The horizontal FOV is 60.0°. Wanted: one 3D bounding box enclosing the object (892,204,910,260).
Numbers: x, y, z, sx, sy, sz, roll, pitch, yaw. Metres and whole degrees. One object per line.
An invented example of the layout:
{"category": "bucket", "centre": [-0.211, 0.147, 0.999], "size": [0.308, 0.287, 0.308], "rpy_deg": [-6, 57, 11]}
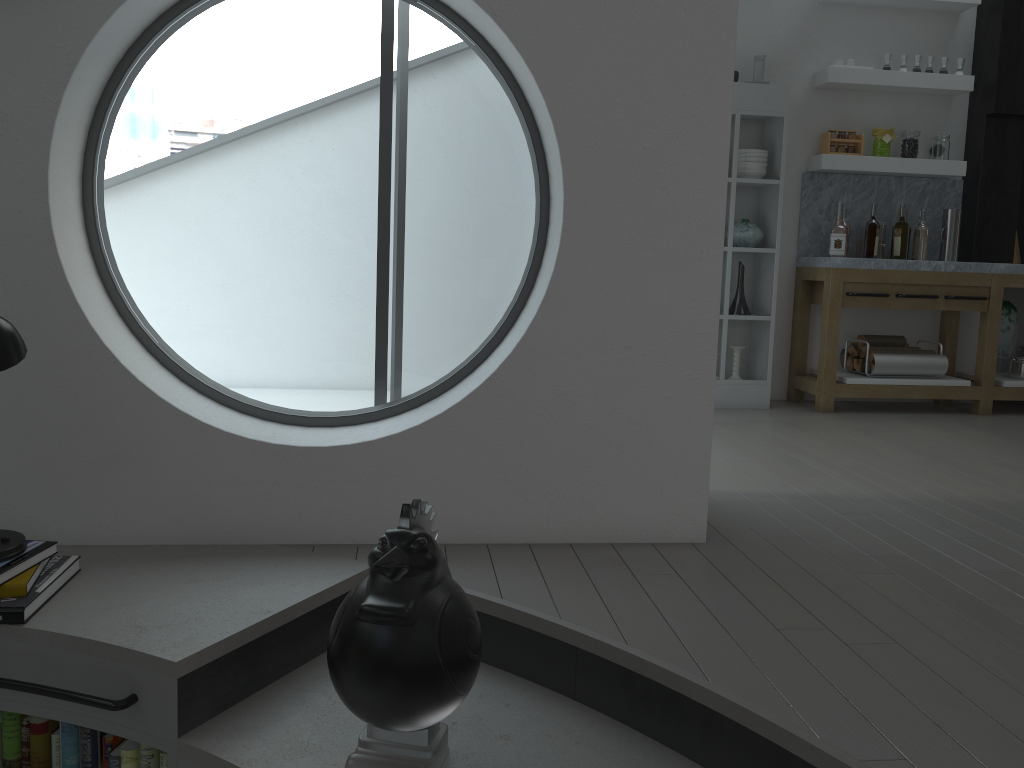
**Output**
{"category": "object", "centre": [2.460, -0.955, 5.604], "size": [0.092, 0.357, 0.093], "rpy_deg": [7, 8, 37]}

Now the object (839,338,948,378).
{"category": "object", "centre": [2.480, -0.171, 5.777], "size": [0.527, 0.231, 0.430], "rpy_deg": [1, 8, -9]}

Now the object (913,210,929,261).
{"category": "object", "centre": [2.642, -0.954, 5.716], "size": [0.085, 0.330, 0.086], "rpy_deg": [2, 6, 1]}

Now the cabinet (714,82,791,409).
{"category": "cabinet", "centre": [1.321, -0.858, 5.623], "size": [0.642, 1.983, 0.362], "rpy_deg": [1, 6, -7]}

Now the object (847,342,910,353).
{"category": "object", "centre": [2.446, -0.238, 5.900], "size": [0.422, 0.072, 0.071], "rpy_deg": [1, 7, -9]}

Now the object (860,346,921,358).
{"category": "object", "centre": [2.443, -0.201, 5.721], "size": [0.362, 0.086, 0.101], "rpy_deg": [1, 7, -9]}

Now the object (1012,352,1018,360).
{"category": "object", "centre": [3.348, -0.130, 5.791], "size": [0.190, 0.152, 0.052], "rpy_deg": [1, 7, -7]}

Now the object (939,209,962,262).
{"category": "object", "centre": [2.843, -0.966, 5.777], "size": [0.164, 0.338, 0.114], "rpy_deg": [2, 6, -4]}

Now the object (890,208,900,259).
{"category": "object", "centre": [2.497, -0.965, 5.717], "size": [0.092, 0.338, 0.092], "rpy_deg": [3, 7, 11]}

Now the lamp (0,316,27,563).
{"category": "lamp", "centre": [-1.321, 0.093, 2.186], "size": [0.233, 0.658, 0.323], "rpy_deg": [3, 7, 8]}

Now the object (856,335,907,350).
{"category": "object", "centre": [2.403, -0.267, 5.767], "size": [0.292, 0.102, 0.104], "rpy_deg": [1, 7, -9]}

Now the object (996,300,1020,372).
{"category": "object", "centre": [3.453, -0.341, 6.273], "size": [0.231, 0.497, 0.231], "rpy_deg": [6, 8, 34]}

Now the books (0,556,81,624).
{"category": "books", "centre": [-1.337, 0.507, 2.195], "size": [0.388, 0.042, 0.367], "rpy_deg": [1, 8, -7]}

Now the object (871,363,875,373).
{"category": "object", "centre": [2.490, -0.091, 5.617], "size": [0.422, 0.067, 0.067], "rpy_deg": [1, 7, -9]}

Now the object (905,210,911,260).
{"category": "object", "centre": [2.572, -0.974, 5.820], "size": [0.085, 0.330, 0.086], "rpy_deg": [2, 6, 1]}

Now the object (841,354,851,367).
{"category": "object", "centre": [2.429, -0.154, 5.935], "size": [0.437, 0.092, 0.092], "rpy_deg": [1, 7, -9]}

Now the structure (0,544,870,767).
{"category": "structure", "centre": [-1.290, 1.137, 0.341], "size": [4.718, 0.691, 4.717], "rpy_deg": [8, 10, 38]}

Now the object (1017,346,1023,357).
{"category": "object", "centre": [3.748, -0.202, 6.487], "size": [0.456, 0.196, 0.269], "rpy_deg": [6, 8, 27]}

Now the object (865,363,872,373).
{"category": "object", "centre": [2.478, -0.100, 5.697], "size": [0.422, 0.067, 0.067], "rpy_deg": [1, 7, -9]}

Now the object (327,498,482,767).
{"category": "object", "centre": [-0.217, 0.514, 1.810], "size": [0.321, 0.561, 0.321], "rpy_deg": [-2, 8, -34]}

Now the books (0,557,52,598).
{"category": "books", "centre": [-1.336, 0.471, 2.191], "size": [0.304, 0.034, 0.287], "rpy_deg": [0, 8, -17]}

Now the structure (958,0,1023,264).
{"category": "structure", "centre": [3.573, -1.757, 6.068], "size": [1.075, 1.878, 0.783], "rpy_deg": [1, 7, -7]}

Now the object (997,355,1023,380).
{"category": "object", "centre": [3.365, -0.116, 5.903], "size": [0.223, 0.163, 0.380], "rpy_deg": [0, 8, -17]}

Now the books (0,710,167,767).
{"category": "books", "centre": [-1.280, 0.903, 2.192], "size": [1.147, 0.297, 0.273], "rpy_deg": [3, 7, 7]}

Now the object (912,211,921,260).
{"category": "object", "centre": [2.679, -0.969, 5.819], "size": [0.081, 0.328, 0.081], "rpy_deg": [4, 7, 20]}

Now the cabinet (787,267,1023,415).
{"category": "cabinet", "centre": [5.068, -0.213, 6.309], "size": [6.427, 1.019, 1.007], "rpy_deg": [1, 7, -7]}

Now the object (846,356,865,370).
{"category": "object", "centre": [2.438, -0.134, 5.850], "size": [0.455, 0.089, 0.091], "rpy_deg": [1, 7, -9]}

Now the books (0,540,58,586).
{"category": "books", "centre": [-1.335, 0.438, 2.188], "size": [0.286, 0.031, 0.270], "rpy_deg": [2, 8, 3]}

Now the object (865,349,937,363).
{"category": "object", "centre": [2.479, -0.174, 5.651], "size": [0.437, 0.093, 0.092], "rpy_deg": [1, 7, -9]}

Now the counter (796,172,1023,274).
{"category": "counter", "centre": [5.167, -1.027, 6.250], "size": [6.574, 0.617, 0.965], "rpy_deg": [1, 8, -7]}

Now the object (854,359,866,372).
{"category": "object", "centre": [2.469, -0.121, 5.770], "size": [0.479, 0.083, 0.094], "rpy_deg": [1, 7, -9]}

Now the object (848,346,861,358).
{"category": "object", "centre": [2.438, -0.203, 5.824], "size": [0.435, 0.079, 0.115], "rpy_deg": [1, 8, -9]}
